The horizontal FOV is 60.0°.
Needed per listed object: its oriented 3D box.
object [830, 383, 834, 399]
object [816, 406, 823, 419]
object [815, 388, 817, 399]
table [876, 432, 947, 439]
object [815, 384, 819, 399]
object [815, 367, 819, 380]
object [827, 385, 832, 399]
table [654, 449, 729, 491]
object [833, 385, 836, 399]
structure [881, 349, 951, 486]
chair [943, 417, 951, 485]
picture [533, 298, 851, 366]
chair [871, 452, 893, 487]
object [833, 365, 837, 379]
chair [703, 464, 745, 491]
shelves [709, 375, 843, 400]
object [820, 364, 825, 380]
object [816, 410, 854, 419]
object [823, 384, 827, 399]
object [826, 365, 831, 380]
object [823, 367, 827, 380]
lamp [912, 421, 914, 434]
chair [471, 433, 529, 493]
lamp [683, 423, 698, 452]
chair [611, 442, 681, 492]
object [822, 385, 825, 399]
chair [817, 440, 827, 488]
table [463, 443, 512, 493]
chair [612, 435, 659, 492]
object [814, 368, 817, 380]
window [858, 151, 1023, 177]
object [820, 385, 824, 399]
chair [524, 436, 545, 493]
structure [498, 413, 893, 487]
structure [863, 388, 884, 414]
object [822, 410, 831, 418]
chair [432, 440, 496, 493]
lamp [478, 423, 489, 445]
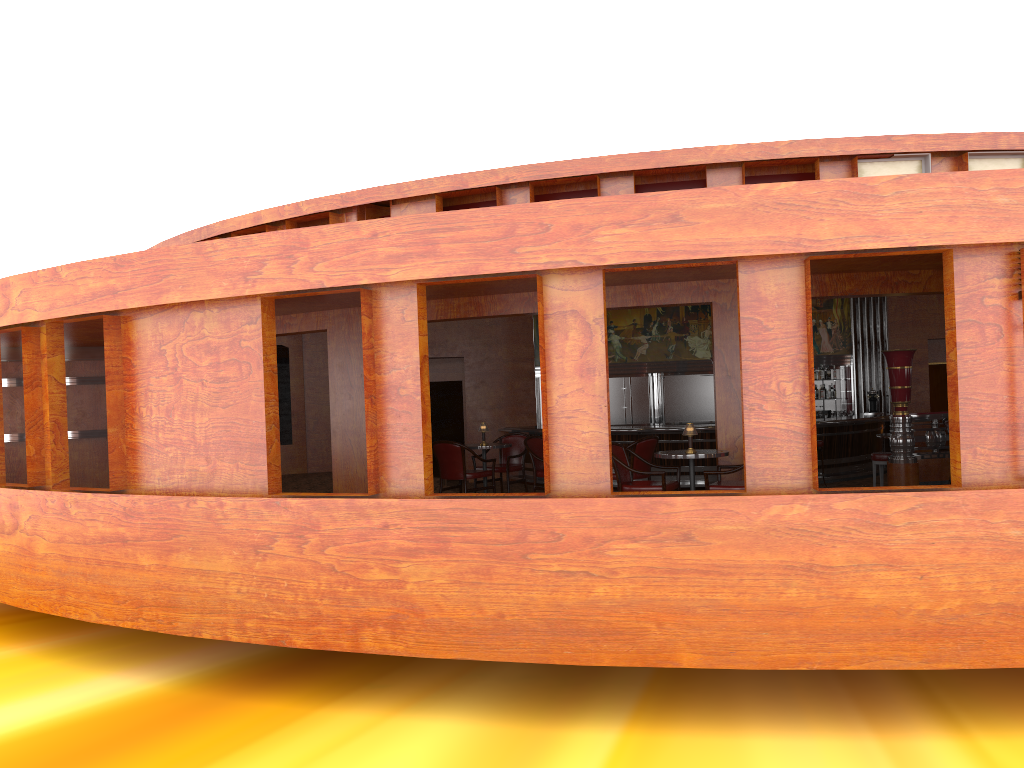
[{"bbox_3d":[6.324,0.137,17.521,0.078,0.305,0.078,-2,0,13],"label":"object"},{"bbox_3d":[5.702,0.570,17.473,0.951,0.245,0.396,-2,0,4],"label":"object"},{"bbox_3d":[5.961,0.150,17.463,0.078,0.305,0.078,-2,0,38],"label":"object"},{"bbox_3d":[5.271,1.138,11.681,0.849,0.960,0.849,-2,0,3],"label":"table"},{"bbox_3d":[6.022,0.155,17.557,0.090,0.293,0.090,-2,0,-6],"label":"object"},{"bbox_3d":[6.036,-0.214,17.564,0.080,0.272,0.080,-2,0,-32],"label":"object"},{"bbox_3d":[6.253,0.156,17.476,0.080,0.272,0.080,-2,0,3],"label":"object"},{"bbox_3d":[1.569,0.950,7.689,0.640,0.720,0.639,-2,0,30],"label":"table"},{"bbox_3d":[6.398,0.152,17.608,0.080,0.272,0.080,-2,0,-2],"label":"object"},{"bbox_3d":[6.266,-0.229,11.242,4.352,3.605,0.549,-2,0,-25],"label":"structure"},{"bbox_3d":[5.426,0.787,10.403,0.615,0.817,0.588,-2,0,-10],"label":"chair"},{"bbox_3d":[3.548,-1.131,17.513,6.254,1.322,0.001,-2,0,0],"label":"picture"},{"bbox_3d":[4.770,1.254,11.286,0.350,0.755,0.350,-2,0,-41],"label":"chair"},{"bbox_3d":[6.353,-0.232,17.463,0.067,0.283,0.067,-2,0,12],"label":"object"},{"bbox_3d":[1.985,0.883,7.533,0.615,0.817,0.587,-2,0,25],"label":"chair"},{"bbox_3d":[5.168,0.060,17.543,2.594,0.568,0.339,-2,0,0],"label":"shelves"},{"bbox_3d":[6.113,-0.235,17.460,0.078,0.305,0.078,-2,0,-19],"label":"object"},{"bbox_3d":[5.999,0.614,17.520,1.425,0.135,0.403,-2,-1,6],"label":"object"},{"bbox_3d":[6.206,0.149,17.626,0.090,0.293,0.090,-2,0,34],"label":"object"},{"bbox_3d":[6.229,-0.233,17.444,0.090,0.293,0.090,-2,0,34],"label":"object"},{"bbox_3d":[6.196,-0.211,17.610,0.090,0.256,0.090,-2,0,7],"label":"object"},{"bbox_3d":[5.247,0.533,11.706,0.130,0.250,0.130,-2,0,21],"label":"lamp"},{"bbox_3d":[-0.083,0.999,10.494,0.588,0.817,0.615,-2,0,35],"label":"chair"},{"bbox_3d":[1.546,0.465,7.686,0.130,0.250,0.130,-2,0,-33],"label":"lamp"},{"bbox_3d":[1.149,0.919,7.867,0.615,0.817,0.587,-2,0,25],"label":"chair"},{"bbox_3d":[6.146,0.155,17.504,0.067,0.283,0.067,-2,0,-39],"label":"object"},{"bbox_3d":[4.851,1.288,14.293,0.350,0.755,0.350,-2,0,41],"label":"chair"},{"bbox_3d":[-0.307,1.051,10.109,0.639,0.720,0.640,-2,0,-10],"label":"table"},{"bbox_3d":[1.185,0.932,9.033,0.615,0.817,0.587,-2,0,40],"label":"chair"},{"bbox_3d":[5.966,-0.195,17.469,0.070,0.238,0.070,-2,0,-25],"label":"object"},{"bbox_3d":[8.711,-2.010,10.513,11.945,0.480,1.957,-2,-1,-32],"label":"window"},{"bbox_3d":[6.092,0.156,17.436,0.067,0.283,0.067,-2,0,-25],"label":"object"},{"bbox_3d":[0.464,0.967,9.572,0.615,0.817,0.587,-2,0,40],"label":"chair"},{"bbox_3d":[3.629,1.208,15.900,7.810,1.047,3.207,-2,-1,0],"label":"structure"},{"bbox_3d":[6.958,0.347,17.090,0.360,0.540,0.280,-2,0,20],"label":"structure"},{"bbox_3d":[6.178,0.595,17.433,0.169,0.156,0.195,-2,0,25],"label":"object"},{"bbox_3d":[-0.556,1.007,9.728,0.588,0.817,0.615,-2,0,35],"label":"chair"},{"bbox_3d":[-0.324,0.566,10.103,0.130,0.250,0.130,-2,0,8],"label":"lamp"}]
